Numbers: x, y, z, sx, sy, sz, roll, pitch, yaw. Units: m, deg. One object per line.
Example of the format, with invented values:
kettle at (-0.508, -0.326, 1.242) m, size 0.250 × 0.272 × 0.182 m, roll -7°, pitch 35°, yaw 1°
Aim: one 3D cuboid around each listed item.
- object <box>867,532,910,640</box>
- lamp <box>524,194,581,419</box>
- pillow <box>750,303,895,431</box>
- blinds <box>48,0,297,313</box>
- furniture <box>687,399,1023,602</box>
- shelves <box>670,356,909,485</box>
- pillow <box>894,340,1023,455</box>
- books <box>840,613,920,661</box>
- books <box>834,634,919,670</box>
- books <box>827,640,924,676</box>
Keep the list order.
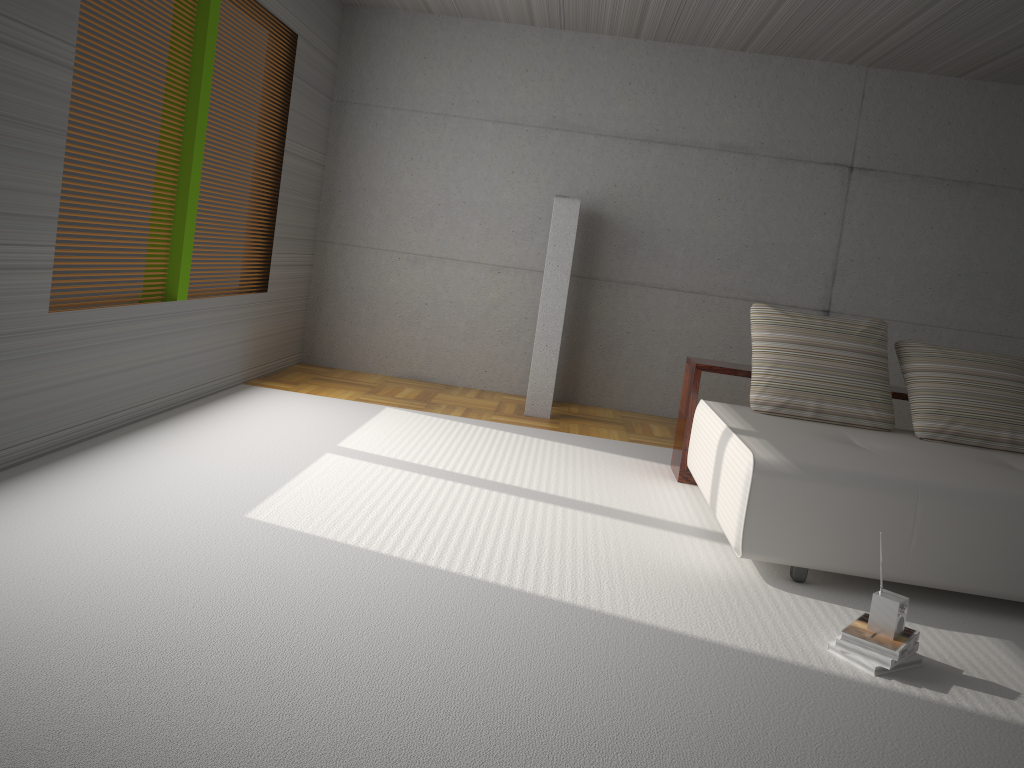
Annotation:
object at (1.267, 0.670, 2.977) m, size 0.091 × 0.364 × 0.185 m, roll 12°, pitch 6°, yaw 44°
lamp at (0.334, -0.630, 7.072) m, size 0.200 × 1.682 × 0.802 m, roll 8°, pitch 5°, yaw 3°
pillow at (1.763, -0.103, 5.039) m, size 0.801 × 0.606 × 0.493 m, roll 8°, pitch 6°, yaw 3°
blinds at (-1.912, -1.397, 5.129) m, size 0.012 × 2.032 × 3.556 m, roll 8°, pitch 7°, yaw 3°
furniture at (2.058, 0.596, 4.359) m, size 2.170 × 0.519 × 1.624 m, roll 8°, pitch 8°, yaw 3°
shelves at (2.155, 0.367, 5.342) m, size 2.252 × 0.712 × 0.402 m, roll 8°, pitch 5°, yaw 4°
pillow at (2.598, 0.077, 4.938) m, size 0.807 × 0.514 × 0.581 m, roll 8°, pitch 6°, yaw 4°
books at (1.263, 0.862, 3.030) m, size 0.190 × 0.032 × 0.264 m, roll 14°, pitch 10°, yaw 37°
books at (1.251, 0.893, 3.031) m, size 0.191 × 0.032 × 0.264 m, roll 15°, pitch 11°, yaw 42°
books at (1.247, 0.925, 3.033) m, size 0.264 × 0.032 × 0.191 m, roll 3°, pitch 10°, yaw -32°
